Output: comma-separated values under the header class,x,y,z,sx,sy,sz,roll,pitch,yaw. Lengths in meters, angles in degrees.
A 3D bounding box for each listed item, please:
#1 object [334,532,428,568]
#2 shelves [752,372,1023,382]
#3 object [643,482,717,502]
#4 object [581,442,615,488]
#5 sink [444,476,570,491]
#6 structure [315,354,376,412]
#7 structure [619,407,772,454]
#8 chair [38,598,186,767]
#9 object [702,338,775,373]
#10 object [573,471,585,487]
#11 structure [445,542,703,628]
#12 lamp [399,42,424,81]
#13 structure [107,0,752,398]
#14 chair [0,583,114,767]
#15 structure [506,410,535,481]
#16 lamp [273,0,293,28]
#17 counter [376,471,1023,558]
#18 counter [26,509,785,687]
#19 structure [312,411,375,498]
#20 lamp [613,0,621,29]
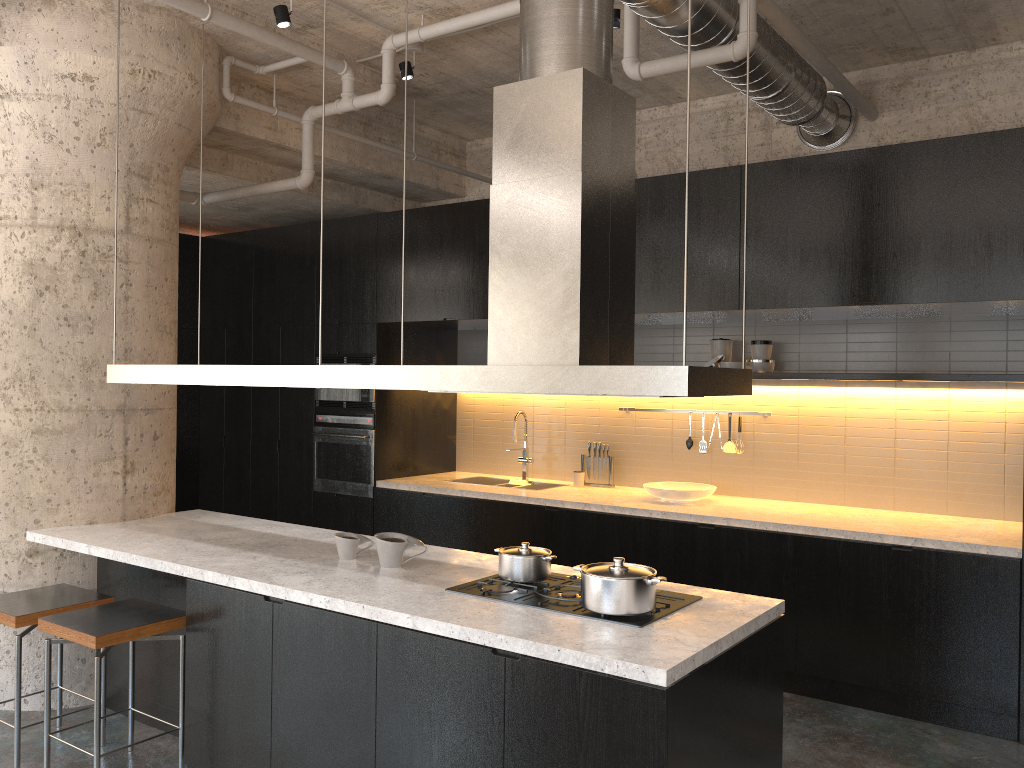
class,x,y,z,sx,sy,sz,roll,pitch,yaw
object,-0.575,0.701,3.812,0.437,0.133,0.188,1,0,36
shelves,1.193,-0.060,6.257,4.362,0.043,0.403,1,0,35
object,1.138,0.739,6.024,0.490,0.093,0.490,1,0,32
object,0.646,0.608,6.728,0.291,0.336,0.060,1,0,29
sink,-0.045,0.828,6.837,0.890,0.134,0.458,1,0,35
structure,-1.159,-0.011,7.296,0.659,0.450,0.612,1,0,35
structure,1.287,0.341,6.388,1.171,0.315,0.074,1,0,35
chair,-1.714,1.351,3.838,0.450,0.698,0.450,1,0,35
object,1.523,-0.197,6.003,0.462,0.240,0.334,1,0,32
object,0.505,0.715,6.702,0.092,0.117,0.092,1,0,-16
structure,0.232,0.687,3.285,0.833,0.187,0.506,1,0,35
lamp,-0.606,-1.952,5.348,0.145,0.236,0.107,1,0,18
structure,-0.581,-1.025,3.749,3.117,2.100,0.538,1,0,35
chair,-2.186,1.344,4.111,0.450,0.698,0.450,1,0,35
structure,0.053,0.487,6.957,0.125,0.559,0.269,1,0,35
lamp,-1.153,-1.957,4.572,0.145,0.236,0.107,1,0,18
counter,1.015,0.854,6.026,4.360,0.142,1.000,1,0,35
counter,-0.718,0.788,3.849,3.500,0.046,1.000,1,0,35
structure,-1.194,0.554,7.259,0.664,0.651,0.649,1,0,35
lamp,0.514,-1.935,4.571,0.107,0.236,0.145,1,0,18
